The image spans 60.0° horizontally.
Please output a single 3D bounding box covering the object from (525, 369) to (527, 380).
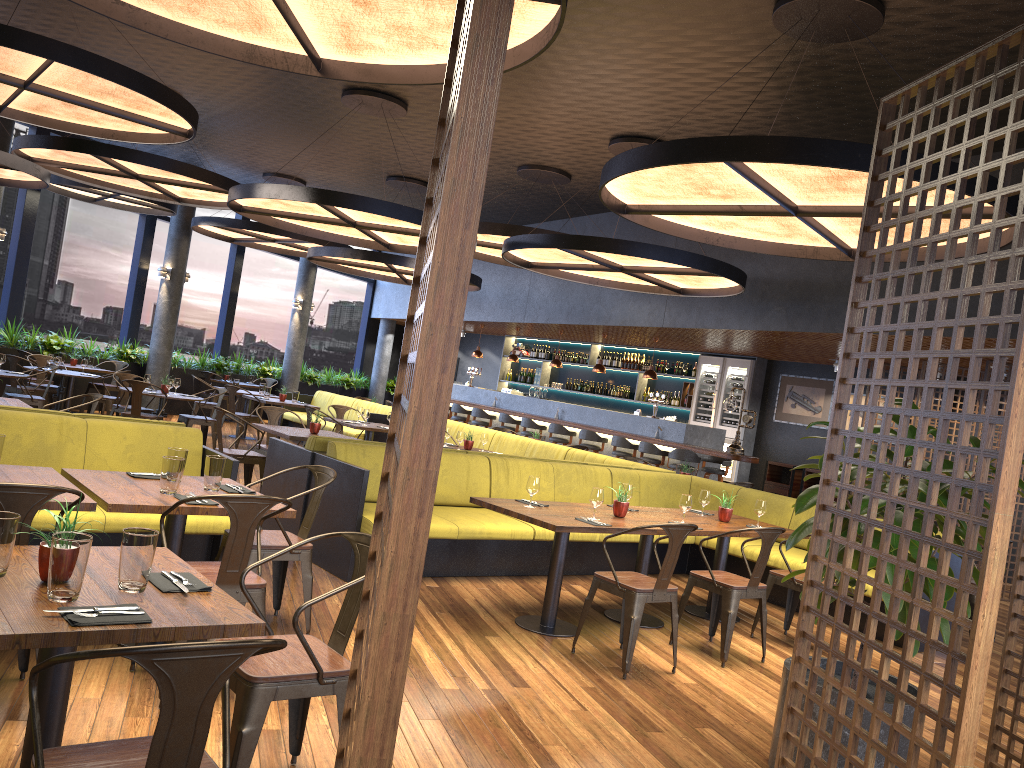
[{"bbox_3d":[0.291,-0.184,20.084,0.094,0.340,0.094,9,0,-33],"label":"object"}]

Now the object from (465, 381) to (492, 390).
[{"bbox_3d":[-0.781,0.024,19.989,0.766,0.106,0.200,9,0,-39],"label":"object"}]

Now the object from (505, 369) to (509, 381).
[{"bbox_3d":[-0.095,-0.212,20.529,0.079,0.281,0.079,9,0,-20],"label":"object"}]

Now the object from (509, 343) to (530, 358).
[{"bbox_3d":[0.185,-0.774,20.282,0.229,0.319,0.579,9,0,-39],"label":"object"}]

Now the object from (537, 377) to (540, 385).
[{"bbox_3d":[0.614,-0.058,19.550,0.080,0.192,0.098,9,0,-39],"label":"object"}]

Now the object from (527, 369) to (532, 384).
[{"bbox_3d":[0.408,-0.166,19.811,0.094,0.340,0.094,9,0,1],"label":"object"}]

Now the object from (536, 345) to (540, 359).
[{"bbox_3d":[0.600,-0.706,19.795,0.085,0.310,0.086,9,0,-28],"label":"object"}]

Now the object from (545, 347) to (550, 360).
[{"bbox_3d":[0.788,-0.659,19.414,0.083,0.301,0.083,9,0,-31],"label":"object"}]

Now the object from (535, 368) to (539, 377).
[{"bbox_3d":[0.584,-0.257,19.630,0.080,0.192,0.098,9,0,-39],"label":"object"}]

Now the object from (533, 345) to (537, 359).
[{"bbox_3d":[0.525,-0.718,19.739,0.085,0.310,0.086,9,0,-11],"label":"object"}]

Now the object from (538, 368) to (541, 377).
[{"bbox_3d":[0.644,-0.248,19.551,0.080,0.192,0.098,9,0,-39],"label":"object"}]

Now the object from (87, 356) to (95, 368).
[{"bbox_3d":[-6.789,-0.348,14.288,0.102,0.178,0.102,9,0,43],"label":"object"}]

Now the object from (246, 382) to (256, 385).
[{"bbox_3d":[-5.240,-0.007,17.797,0.255,0.019,0.157,9,0,27],"label":"object"}]

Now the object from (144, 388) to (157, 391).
[{"bbox_3d":[-4.656,0.069,11.362,0.255,0.019,0.157,9,0,29],"label":"object"}]

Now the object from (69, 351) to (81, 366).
[{"bbox_3d":[-6.996,-0.428,14.202,0.260,0.271,0.238,9,0,-23],"label":"object"}]

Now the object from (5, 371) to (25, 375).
[{"bbox_3d":[-5.909,-0.135,10.497,0.255,0.019,0.157,9,0,-40],"label":"object"}]

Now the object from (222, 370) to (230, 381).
[{"bbox_3d":[-5.688,-0.207,17.651,0.260,0.271,0.238,9,0,-37],"label":"object"}]

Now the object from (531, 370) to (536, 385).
[{"bbox_3d":[0.501,-0.151,19.858,0.094,0.340,0.094,9,0,-16],"label":"object"}]

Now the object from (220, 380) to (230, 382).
[{"bbox_3d":[-5.572,-0.062,17.224,0.255,0.019,0.157,9,0,27],"label":"object"}]

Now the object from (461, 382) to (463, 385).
[{"bbox_3d":[-1.116,-0.007,19.663,0.042,0.059,0.042,9,0,-41],"label":"object"}]

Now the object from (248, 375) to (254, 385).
[{"bbox_3d":[-5.186,-0.080,17.628,0.102,0.178,0.102,9,0,43],"label":"object"}]

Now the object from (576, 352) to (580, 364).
[{"bbox_3d":[1.400,-0.551,18.666,0.063,0.254,0.063,9,0,9],"label":"object"}]

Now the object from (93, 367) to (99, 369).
[{"bbox_3d":[-6.843,-0.275,14.457,0.255,0.019,0.157,9,0,27],"label":"object"}]

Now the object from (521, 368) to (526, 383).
[{"bbox_3d":[0.269,-0.188,19.969,0.094,0.340,0.094,9,0,-25],"label":"object"}]

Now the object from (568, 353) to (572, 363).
[{"bbox_3d":[1.248,-0.556,18.950,0.068,0.217,0.068,9,0,-19],"label":"object"}]

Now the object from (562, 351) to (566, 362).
[{"bbox_3d":[1.133,-0.592,19.149,0.063,0.254,0.063,9,0,-1],"label":"object"}]

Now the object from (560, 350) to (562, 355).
[{"bbox_3d":[1.064,-0.603,19.222,0.063,0.254,0.063,9,0,24],"label":"object"}]

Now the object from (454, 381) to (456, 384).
[{"bbox_3d":[-1.260,-0.031,19.540,0.042,0.059,0.042,9,0,-41],"label":"object"}]

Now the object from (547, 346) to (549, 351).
[{"bbox_3d":[0.788,-0.676,19.562,0.085,0.310,0.086,9,0,2],"label":"object"}]

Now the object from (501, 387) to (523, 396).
[{"bbox_3d":[-0.090,0.374,20.124,0.550,0.569,0.355,9,0,-39],"label":"object"}]

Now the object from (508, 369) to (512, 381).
[{"bbox_3d":[-0.037,-0.203,20.461,0.079,0.281,0.079,9,0,-35],"label":"object"}]

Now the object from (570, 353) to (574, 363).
[{"bbox_3d":[1.282,-0.555,18.805,0.088,0.224,0.088,9,0,-44],"label":"object"}]

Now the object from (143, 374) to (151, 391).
[{"bbox_3d":[-4.607,-0.019,11.192,0.097,0.206,0.097,9,0,3],"label":"object"}]

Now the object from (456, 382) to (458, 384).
[{"bbox_3d":[-1.224,-0.025,19.568,0.042,0.059,0.042,9,0,-41],"label":"object"}]

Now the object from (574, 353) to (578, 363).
[{"bbox_3d":[1.370,-0.540,18.864,0.088,0.224,0.088,9,0,-44],"label":"object"}]

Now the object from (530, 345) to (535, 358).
[{"bbox_3d":[0.469,-0.727,19.813,0.085,0.310,0.086,9,0,-5],"label":"object"}]

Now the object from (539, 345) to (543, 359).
[{"bbox_3d":[0.653,-0.698,19.584,0.085,0.310,0.086,9,0,-20],"label":"object"}]

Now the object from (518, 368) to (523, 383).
[{"bbox_3d":[0.198,-0.199,20.037,0.094,0.340,0.094,9,0,-16],"label":"object"}]

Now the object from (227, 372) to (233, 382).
[{"bbox_3d":[-5.532,-0.136,17.388,0.102,0.178,0.102,9,0,33],"label":"object"}]

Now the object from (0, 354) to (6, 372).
[{"bbox_3d":[-6.065,-0.255,10.524,0.097,0.206,0.097,9,0,41],"label":"object"}]

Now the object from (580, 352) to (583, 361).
[{"bbox_3d":[1.476,-0.539,18.712,0.063,0.254,0.063,9,0,-11],"label":"object"}]

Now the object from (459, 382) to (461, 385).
[{"bbox_3d":[-1.155,-0.014,19.632,0.042,0.059,0.042,9,0,-41],"label":"object"}]

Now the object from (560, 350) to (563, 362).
[{"bbox_3d":[1.070,-0.603,19.053,0.063,0.254,0.063,9,0,-21],"label":"object"}]

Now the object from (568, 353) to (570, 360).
[{"bbox_3d":[1.219,-0.561,19.031,0.068,0.217,0.068,9,0,-34],"label":"object"}]

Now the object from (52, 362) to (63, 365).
[{"bbox_3d":[-7.175,-0.330,13.884,0.255,0.019,0.157,9,0,27],"label":"object"}]

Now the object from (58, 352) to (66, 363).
[{"bbox_3d":[-7.135,-0.404,14.048,0.102,0.178,0.102,9,0,33],"label":"object"}]

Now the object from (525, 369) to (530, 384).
[{"bbox_3d":[0.365,-0.172,20.013,0.094,0.340,0.094,9,0,-16],"label":"object"}]

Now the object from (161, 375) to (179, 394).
[{"bbox_3d":[-4.360,-0.015,11.198,0.260,0.271,0.238,9,0,0],"label":"object"}]

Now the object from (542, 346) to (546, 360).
[{"bbox_3d":[0.715,-0.688,19.502,0.085,0.310,0.086,9,0,-5],"label":"object"}]

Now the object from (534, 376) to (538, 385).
[{"bbox_3d":[0.552,-0.067,19.629,0.080,0.192,0.098,9,0,-39],"label":"object"}]

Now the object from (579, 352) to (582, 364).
[{"bbox_3d":[1.443,-0.544,18.794,0.063,0.254,0.063,9,0,-31],"label":"object"}]

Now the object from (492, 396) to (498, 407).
[{"bbox_3d":[-0.327,0.343,17.317,0.114,0.203,0.069,9,0,12],"label":"object"}]

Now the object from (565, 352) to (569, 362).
[{"bbox_3d":[1.172,-0.569,18.898,0.068,0.217,0.068,9,0,41],"label":"object"}]

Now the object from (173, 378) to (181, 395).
[{"bbox_3d":[-4.312,0.029,11.394,0.097,0.206,0.097,9,0,23],"label":"object"}]
